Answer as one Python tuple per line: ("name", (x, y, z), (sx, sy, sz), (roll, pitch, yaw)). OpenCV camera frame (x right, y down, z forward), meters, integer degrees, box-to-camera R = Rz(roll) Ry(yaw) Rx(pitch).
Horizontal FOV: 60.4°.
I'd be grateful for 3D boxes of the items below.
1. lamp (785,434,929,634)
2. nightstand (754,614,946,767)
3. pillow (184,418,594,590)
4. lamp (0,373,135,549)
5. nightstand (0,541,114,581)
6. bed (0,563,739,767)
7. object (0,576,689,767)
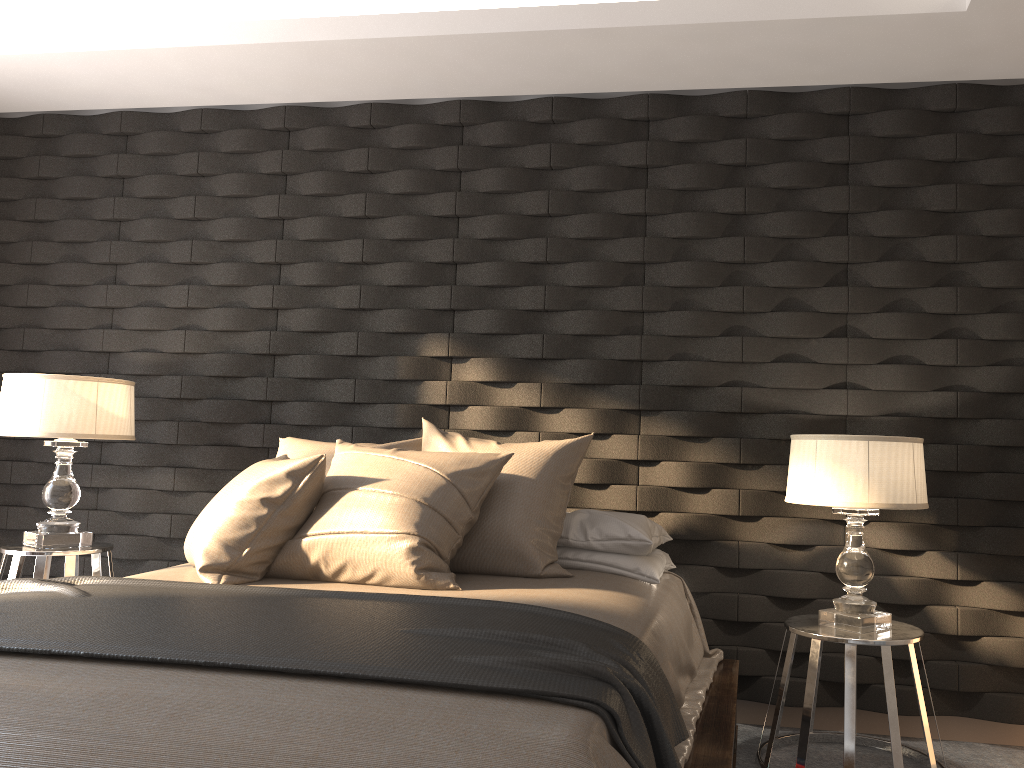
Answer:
("lamp", (1.150, 0.493, 2.950), (0.486, 0.631, 0.445), (4, -5, -25))
("nightstand", (1.124, 1.043, 2.919), (0.654, 0.473, 0.587), (6, -6, -39))
("pillow", (-0.429, 0.348, 2.819), (1.229, 0.519, 0.920), (1, -5, 13))
("lamp", (-1.701, 0.293, 3.341), (0.440, 0.631, 0.491), (-3, -7, 45))
("nightstand", (-1.715, 0.909, 3.281), (0.529, 0.604, 0.572), (0, -5, 25))
("bed", (-0.519, 0.871, 2.379), (2.242, 0.625, 2.342), (1, -4, 13))
("object", (-0.635, 0.657, 1.948), (2.013, 0.323, 0.629), (1, -5, 10))
